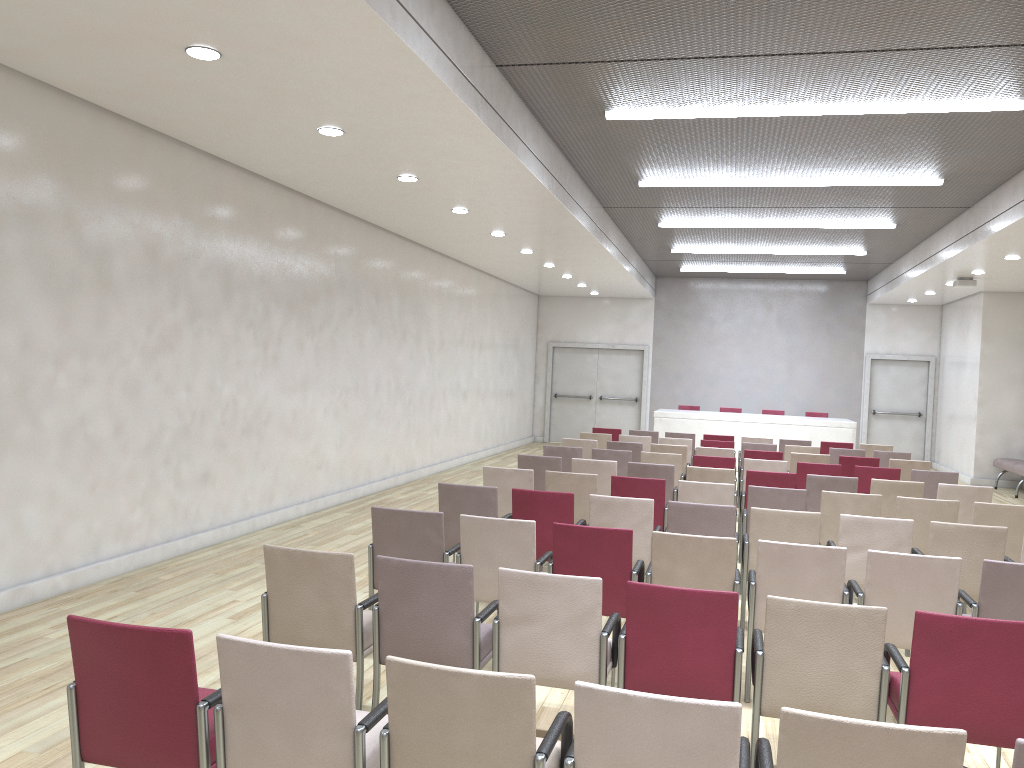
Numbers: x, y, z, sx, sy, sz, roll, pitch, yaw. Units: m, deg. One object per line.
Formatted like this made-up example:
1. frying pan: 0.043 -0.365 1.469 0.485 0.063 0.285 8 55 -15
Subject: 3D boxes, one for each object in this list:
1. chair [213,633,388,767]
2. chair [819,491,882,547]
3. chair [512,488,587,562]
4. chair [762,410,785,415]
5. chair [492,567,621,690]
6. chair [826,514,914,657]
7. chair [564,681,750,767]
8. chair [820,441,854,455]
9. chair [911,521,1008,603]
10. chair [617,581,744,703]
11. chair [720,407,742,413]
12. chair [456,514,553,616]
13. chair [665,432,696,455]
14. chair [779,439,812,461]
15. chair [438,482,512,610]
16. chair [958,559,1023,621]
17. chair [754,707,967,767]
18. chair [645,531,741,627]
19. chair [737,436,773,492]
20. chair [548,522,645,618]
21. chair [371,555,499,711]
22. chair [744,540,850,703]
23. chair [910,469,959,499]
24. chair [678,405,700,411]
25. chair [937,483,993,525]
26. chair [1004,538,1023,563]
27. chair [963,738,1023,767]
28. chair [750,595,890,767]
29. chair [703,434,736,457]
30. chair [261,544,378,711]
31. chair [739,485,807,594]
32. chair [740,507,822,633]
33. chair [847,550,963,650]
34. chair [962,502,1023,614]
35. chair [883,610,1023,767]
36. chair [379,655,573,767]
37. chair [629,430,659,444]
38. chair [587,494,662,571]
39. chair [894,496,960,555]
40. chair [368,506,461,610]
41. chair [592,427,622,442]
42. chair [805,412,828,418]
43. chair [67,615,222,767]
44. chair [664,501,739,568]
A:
1. chair: -0.635 1.214 2.942 0.513 0.890 0.640 3 1 14
2. chair: 2.693 1.289 7.194 0.513 0.890 0.640 3 1 13
3. chair: 0.265 1.191 6.526 0.513 0.890 0.640 3 1 13
4. chair: 5.339 0.987 18.133 0.513 0.890 0.640 3 1 13
5. chair: 0.209 1.233 4.009 0.513 0.890 0.640 3 1 14
6. chair: 2.402 1.297 5.995 0.513 0.890 0.640 3 1 15
7. chair: 0.441 1.268 2.665 0.513 0.890 0.640 3 1 15
8. chair: 4.713 1.277 13.016 0.513 0.890 0.640 3 1 13
9. chair: 2.925 1.323 5.866 0.513 0.890 0.640 3 1 14
10. chair: 0.740 1.260 3.870 0.513 0.890 0.640 3 1 15
11. chair: 4.507 0.946 18.340 0.513 0.890 0.640 3 1 13
12. chair: -0.031 1.199 5.320 0.513 0.890 0.640 3 1 14
13. chair: 2.572 1.171 13.561 0.513 0.890 0.640 3 1 15
14. chair: 4.166 1.250 13.150 0.513 0.890 0.640 3 1 15
15. chair: -0.267 1.165 6.657 0.513 0.890 0.640 3 1 14
16. chair: 2.631 1.331 4.675 0.513 0.890 0.640 3 1 15
17. chair: 0.963 1.293 2.547 0.513 0.890 0.640 3 1 13
18. chair: 1.028 1.252 5.061 0.513 0.890 0.640 3 1 13
19. chair: 3.649 1.224 13.288 0.513 0.890 0.640 3 1 15
20. chair: 0.495 1.225 5.186 0.513 0.890 0.640 3 1 14
21. chair: -0.329 1.207 4.139 0.513 0.890 0.640 3 1 14
22. chair: 1.573 1.278 4.937 0.513 0.890 0.640 3 1 14
23. chair: 4.351 1.326 9.309 0.513 0.890 0.640 3 1 13
24. chair: 3.675 0.905 18.546 0.513 0.890 0.640 3 1 13
25. chair: 4.051 1.334 8.116 0.513 0.890 0.640 3 1 13
26. chair: 3.449 1.349 5.732 0.513 0.890 0.640 3 1 15
27. chair: 1.503 1.320 2.403 0.513 0.890 0.640 3 1 15
28. chair: 1.271 1.286 3.733 0.513 0.890 0.640 3 1 14
29. chair: 3.109 1.197 13.418 0.513 0.890 0.640 3 1 13
30. chair: -0.860 1.181 4.265 0.513 0.890 0.640 3 1 15
31. chair: 2.157 1.263 7.316 0.513 0.890 0.640 3 1 15
32. chair: 1.850 1.270 6.123 0.513 0.890 0.640 3 1 14
33. chair: 2.094 1.304 4.796 0.513 0.890 0.640 3 1 14
34. chair: 3.755 1.342 6.931 0.513 0.890 0.640 3 1 14
35. chair: 1.798 1.312 3.608 0.513 0.890 0.640 3 1 14
36. chair: -0.097 1.241 2.805 0.513 0.890 0.640 3 1 15
37. chair: 2.042 1.145 13.680 0.513 0.890 0.640 3 1 14
38. chair: 0.804 1.218 6.396 0.513 0.890 0.640 3 1 14
39. chair: 3.217 1.315 7.048 0.513 0.890 0.640 3 1 13
40. chair: -0.566 1.172 5.468 0.513 0.890 0.640 3 1 13
41. chair: 1.498 1.118 13.814 0.513 0.890 0.640 3 1 14
42. chair: 6.171 1.029 17.927 0.513 0.890 0.640 3 1 13
43. chair: -1.155 1.188 3.068 0.513 0.890 0.640 3 1 13
44. chair: 1.325 1.244 6.249 0.513 0.890 0.640 3 1 14
